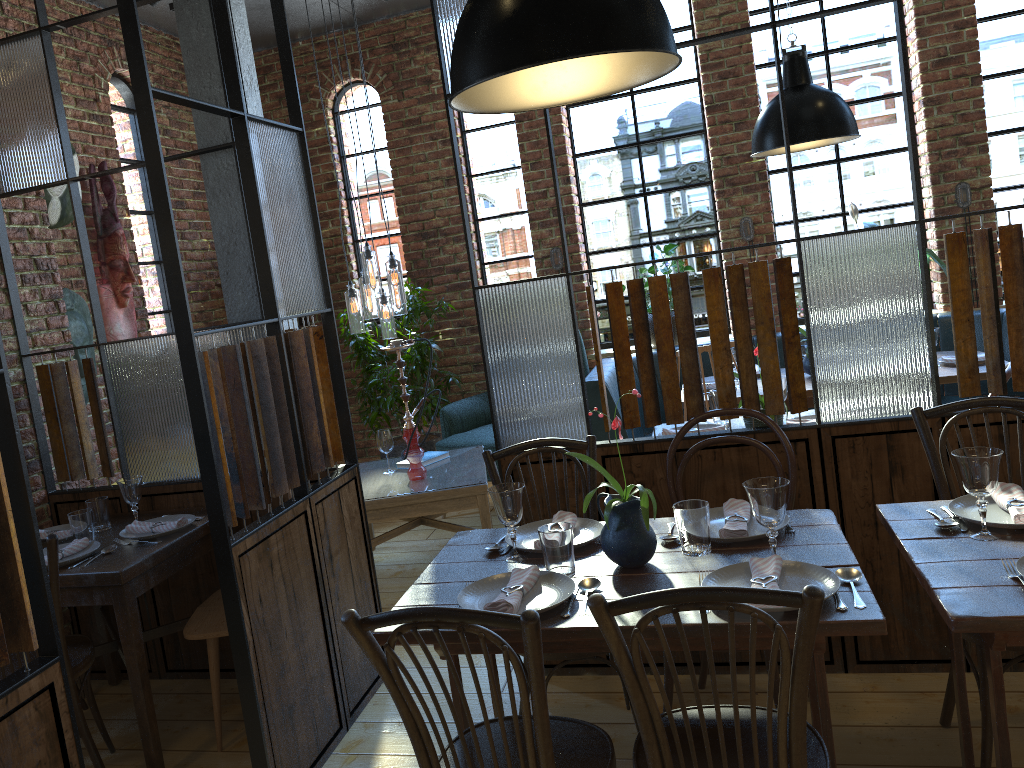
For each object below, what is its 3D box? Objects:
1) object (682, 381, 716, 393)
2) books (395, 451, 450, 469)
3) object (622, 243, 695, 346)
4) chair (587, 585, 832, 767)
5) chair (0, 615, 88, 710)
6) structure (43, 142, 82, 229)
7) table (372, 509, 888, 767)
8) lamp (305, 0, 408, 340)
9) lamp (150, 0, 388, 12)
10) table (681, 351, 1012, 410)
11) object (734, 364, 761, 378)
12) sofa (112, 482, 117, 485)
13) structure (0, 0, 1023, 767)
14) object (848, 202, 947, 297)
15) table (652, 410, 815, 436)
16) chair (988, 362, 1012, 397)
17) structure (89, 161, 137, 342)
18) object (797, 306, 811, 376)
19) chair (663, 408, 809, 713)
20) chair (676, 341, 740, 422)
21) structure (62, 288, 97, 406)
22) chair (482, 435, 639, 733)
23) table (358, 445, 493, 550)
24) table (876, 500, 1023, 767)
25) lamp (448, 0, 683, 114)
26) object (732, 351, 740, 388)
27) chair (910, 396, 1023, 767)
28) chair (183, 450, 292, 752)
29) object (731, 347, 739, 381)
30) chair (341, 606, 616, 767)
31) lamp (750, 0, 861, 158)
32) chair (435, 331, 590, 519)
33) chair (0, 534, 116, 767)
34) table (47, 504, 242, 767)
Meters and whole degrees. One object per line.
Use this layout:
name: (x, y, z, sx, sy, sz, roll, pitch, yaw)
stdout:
object: (1.062, 0.007, 4.796, 0.277, 0.051, 0.317, -6, 8, 18)
books: (-0.484, 0.413, 4.793, 0.168, 0.028, 0.261, -3, 9, 39)
object: (1.014, -0.596, 5.866, 0.536, 0.661, 0.370, -4, 7, 39)
chair: (0.415, 0.736, 1.693, 0.415, 0.912, 0.511, -7, 6, 15)
chair: (-2.049, 0.889, 3.459, 0.574, 0.917, 0.420, -4, 7, 37)
structure: (-2.316, -1.036, 4.378, 0.151, 0.519, 0.521, -7, 6, 13)
table: (0.315, 0.791, 2.156, 1.057, 0.725, 0.712, -7, 6, 16)
lamp: (-0.847, -1.244, 4.332, 0.302, 2.112, 0.481, -4, 7, 40)
lamp: (0.641, -1.833, 0.979, 7.410, 0.273, 6.134, -7, 8, 16)
table: (1.744, 0.274, 4.714, 1.579, 0.658, 0.805, -7, 7, 17)
object: (1.357, -0.073, 5.066, 0.334, 0.051, 0.263, -6, 8, 19)
sofa: (-1.472, 0.722, 4.679, 0.790, 0.760, 2.002, -9, 7, -2)
structure: (1.036, -0.439, 0.630, 5.851, 3.313, 6.056, -9, 7, -1)
object: (2.219, -0.772, 5.390, 0.750, 0.749, 0.596, -7, 6, 15)
table: (0.946, 0.545, 3.314, 0.769, 0.724, 0.735, -7, 6, 15)
chair: (1.466, 0.398, 3.060, 0.574, 0.917, 0.420, -4, 7, 37)
structure: (-2.211, -0.634, 4.848, 0.218, 1.142, 0.235, -11, 6, -29)
object: (1.592, -0.255, 4.702, 0.227, 0.430, 0.131, -5, 6, 34)
chair: (0.650, 0.576, 2.656, 0.457, 0.917, 0.528, -5, 7, 32)
chair: (0.974, 0.337, 3.829, 0.526, 1.002, 0.460, -10, 6, -13)
structure: (-2.198, -0.163, 4.413, 0.106, 0.637, 0.359, -7, 6, 15)
chair: (0.163, 0.655, 2.621, 0.406, 0.912, 0.522, -8, 6, -1)
table: (-0.477, 0.707, 4.619, 0.752, 0.506, 0.937, -9, 7, 0)
table: (1.416, 0.666, 1.807, 1.057, 0.725, 0.712, -7, 6, 16)
lamp: (0.023, -1.331, 1.953, 0.550, 1.321, 0.510, -6, 6, 28)
object: (1.198, -0.075, 4.713, 0.103, 0.191, 0.094, -3, 8, 44)
chair: (1.304, 0.526, 2.256, 0.418, 0.912, 0.507, -6, 6, 20)
chair: (-0.911, 0.718, 3.130, 0.453, 1.002, 0.535, -8, 6, 2)
object: (1.259, -0.115, 4.949, 0.103, 0.191, 0.094, -3, 8, 44)
chair: (0.000, 0.790, 1.776, 0.418, 0.912, 0.507, -6, 6, 20)
lamp: (1.416, -1.874, 4.491, 0.552, 1.321, 0.508, -5, 6, 33)
chair: (0.021, 0.203, 5.602, 0.845, 1.093, 0.988, -4, 8, 39)
chair: (-1.533, 0.894, 2.798, 0.394, 0.912, 0.537, -10, 6, -20)
table: (-1.457, 0.924, 3.250, 0.769, 0.724, 0.735, -7, 6, 15)
